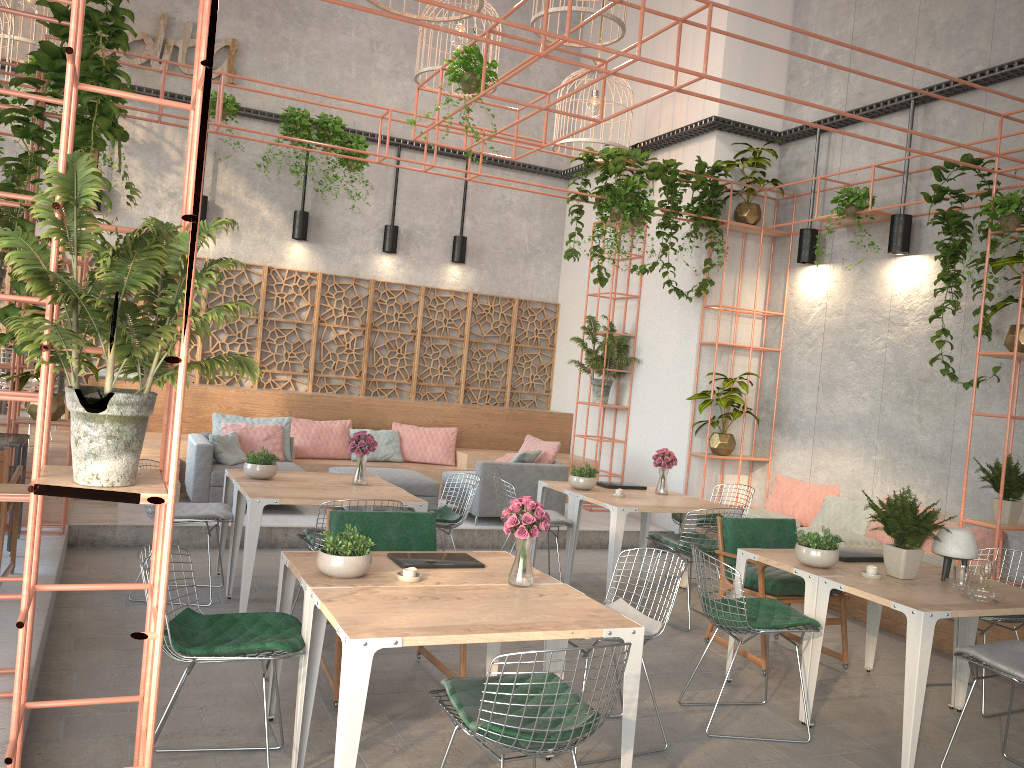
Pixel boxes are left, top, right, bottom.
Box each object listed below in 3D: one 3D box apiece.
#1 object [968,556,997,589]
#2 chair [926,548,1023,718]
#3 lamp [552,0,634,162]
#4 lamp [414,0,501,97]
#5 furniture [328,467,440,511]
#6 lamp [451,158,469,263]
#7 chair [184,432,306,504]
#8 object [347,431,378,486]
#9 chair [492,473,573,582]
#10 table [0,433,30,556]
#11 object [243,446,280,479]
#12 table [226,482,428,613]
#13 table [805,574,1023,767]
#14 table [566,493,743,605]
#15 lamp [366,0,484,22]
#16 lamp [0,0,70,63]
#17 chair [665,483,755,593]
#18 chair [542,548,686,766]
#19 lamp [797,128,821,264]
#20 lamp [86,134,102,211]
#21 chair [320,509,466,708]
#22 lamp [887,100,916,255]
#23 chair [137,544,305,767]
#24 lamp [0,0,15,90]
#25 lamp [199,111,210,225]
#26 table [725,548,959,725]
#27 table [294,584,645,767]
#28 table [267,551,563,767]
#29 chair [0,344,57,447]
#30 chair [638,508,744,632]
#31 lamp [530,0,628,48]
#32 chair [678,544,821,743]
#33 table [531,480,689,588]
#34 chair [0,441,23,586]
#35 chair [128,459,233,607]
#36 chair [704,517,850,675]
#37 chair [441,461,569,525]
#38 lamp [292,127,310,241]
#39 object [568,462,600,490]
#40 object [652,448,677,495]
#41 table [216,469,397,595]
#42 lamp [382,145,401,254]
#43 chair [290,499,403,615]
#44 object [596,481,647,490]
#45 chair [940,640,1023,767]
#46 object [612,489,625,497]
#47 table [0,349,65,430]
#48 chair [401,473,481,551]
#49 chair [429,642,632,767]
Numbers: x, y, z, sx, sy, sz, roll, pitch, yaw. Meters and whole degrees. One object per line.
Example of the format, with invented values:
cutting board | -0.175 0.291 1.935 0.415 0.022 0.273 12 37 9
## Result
object | 2.653 1.064 4.991 0.210 0.154 0.165 5 1 -35
chair | 2.986 1.534 5.640 0.717 0.941 0.565 5 1 -23
lamp | 1.055 -4.382 10.113 0.883 3.476 0.883 6 1 28
lamp | -0.441 -4.930 9.436 0.883 3.476 0.883 6 1 28
furniture | -1.371 1.130 9.322 0.975 0.446 0.941 5 1 -24
lamp | -0.672 -2.374 12.150 0.179 1.436 0.185 5 1 -24
chair | -2.698 0.855 9.039 1.127 0.586 1.056 5 1 -24
object | -1.145 0.560 6.735 0.225 0.414 0.213 5 1 -32
chair | 0.149 1.248 7.440 0.717 0.941 0.565 5 1 -8
table | -3.839 0.771 6.332 0.602 0.798 0.635 5 1 -24
object | -1.863 0.580 6.595 0.252 0.247 0.247 5 1 -24
table | -1.308 1.175 6.243 1.214 0.830 0.694 5 1 -24
table | 2.331 1.530 4.796 1.214 0.830 0.694 5 1 -24
table | 1.176 1.389 7.368 1.214 0.830 0.694 5 1 -24
lamp | -0.481 -4.470 6.254 0.883 3.476 0.883 6 1 28
lamp | -4.972 -5.212 9.312 0.883 3.476 0.883 6 1 28
chair | 1.831 1.392 8.212 0.717 0.941 0.565 5 1 -23
chair | 0.466 1.318 4.478 0.717 0.941 0.565 5 1 -23
lamp | 3.170 -1.988 9.352 0.185 1.425 0.179 5 1 -24
lamp | -4.810 -2.730 10.273 0.185 1.436 0.185 5 1 16
chair | -0.680 1.210 4.969 0.722 0.917 0.685 5 1 -24
lamp | 3.664 -1.928 8.251 0.185 1.425 0.179 5 1 -24
chair | -1.217 1.174 3.706 0.717 0.941 0.565 5 1 -8
lamp | -4.859 -4.460 7.951 0.883 3.476 0.883 6 1 28
lamp | -3.752 -2.639 10.753 0.185 1.436 0.185 5 1 16
table | 2.042 1.495 5.429 1.205 0.830 0.694 5 1 -24
table | -0.191 1.326 3.633 1.214 0.830 0.694 5 1 -24
table | -0.479 1.291 4.266 1.205 0.830 0.694 5 1 -24
chair | -4.499 0.063 8.051 0.565 0.941 0.717 5 1 -16
chair | 1.403 1.371 6.917 0.565 0.941 0.717 5 1 -28
lamp | 0.770 -5.021 8.222 0.883 3.476 0.883 6 1 28
chair | 1.303 1.390 4.868 0.717 0.941 0.565 5 1 -8
table | 0.887 1.353 8.001 1.205 0.830 0.694 5 1 -24
chair | -3.392 0.763 5.326 0.722 0.929 0.685 5 1 -24
chair | -2.335 1.035 6.314 0.717 0.941 0.565 5 1 -8
chair | 1.841 1.426 6.132 0.722 0.917 0.685 5 1 -24
chair | -0.104 1.127 9.772 1.052 0.672 1.127 5 1 -24
lamp | -2.640 -2.543 11.257 0.185 1.436 0.185 5 1 16
object | 0.620 0.793 7.721 0.254 0.247 0.248 5 1 -24
object | 1.343 0.774 7.864 0.225 0.414 0.213 5 1 -32
table | -1.596 1.140 6.874 1.205 0.830 0.694 5 1 -24
lamp | -1.561 -2.451 11.747 0.185 1.436 0.185 5 1 16
chair | -1.080 1.158 5.791 0.565 0.941 0.717 5 1 -28
object | 0.989 0.929 8.131 0.427 0.031 0.268 5 1 -24
chair | 2.558 1.512 4.345 0.565 0.941 0.717 5 1 -28
object | 0.899 0.911 7.464 0.115 0.078 0.115 5 1 -19
table | -5.155 0.056 9.533 0.602 0.798 0.635 5 1 -24
chair | -0.652 1.179 7.086 0.717 0.941 0.565 5 1 -23
chair | 0.037 1.296 3.182 0.565 0.941 0.717 5 1 -28
